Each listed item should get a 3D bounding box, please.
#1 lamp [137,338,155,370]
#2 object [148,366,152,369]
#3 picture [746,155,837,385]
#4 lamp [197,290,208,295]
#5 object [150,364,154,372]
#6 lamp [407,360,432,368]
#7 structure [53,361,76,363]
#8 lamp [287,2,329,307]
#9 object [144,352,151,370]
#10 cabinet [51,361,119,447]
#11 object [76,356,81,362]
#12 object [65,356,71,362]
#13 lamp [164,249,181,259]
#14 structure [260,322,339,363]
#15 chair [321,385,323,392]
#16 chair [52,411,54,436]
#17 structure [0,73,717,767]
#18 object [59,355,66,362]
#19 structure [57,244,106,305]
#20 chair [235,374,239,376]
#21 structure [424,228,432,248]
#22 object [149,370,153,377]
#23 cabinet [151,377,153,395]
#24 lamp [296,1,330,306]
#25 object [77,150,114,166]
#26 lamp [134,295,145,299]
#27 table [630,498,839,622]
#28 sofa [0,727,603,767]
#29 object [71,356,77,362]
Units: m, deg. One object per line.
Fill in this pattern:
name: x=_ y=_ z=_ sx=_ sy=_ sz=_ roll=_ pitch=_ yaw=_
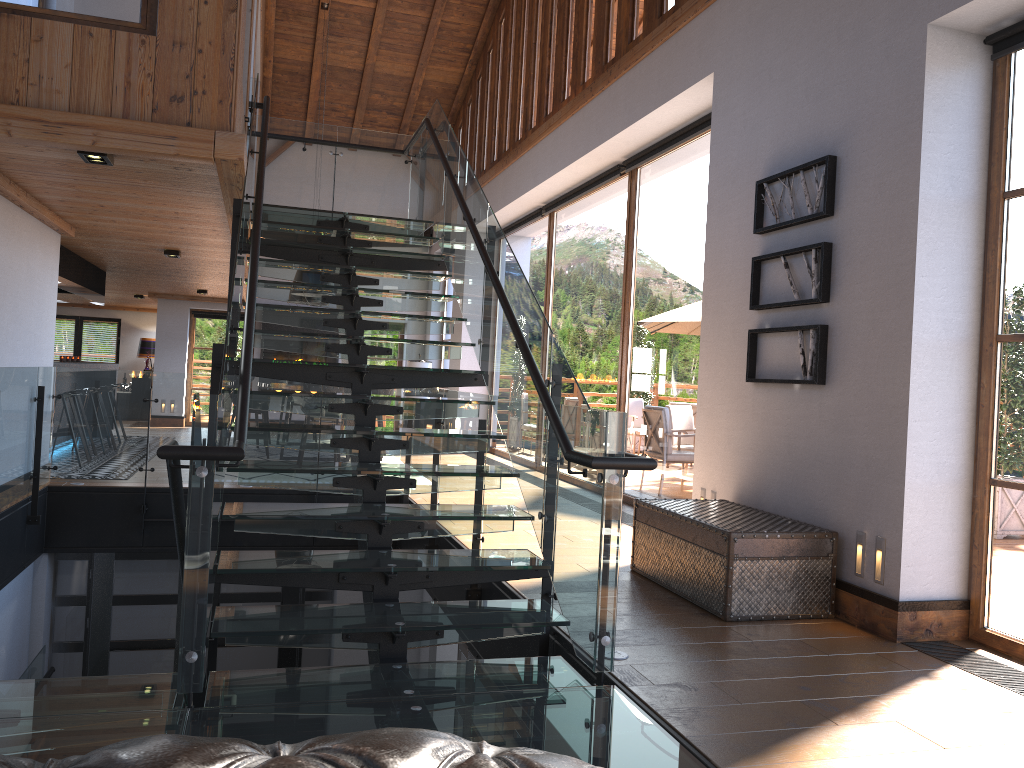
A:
lamp: x=-7.953 y=-0.181 z=20.778 sx=1.647 sy=1.699 sz=0.517 roll=3 pitch=0 yaw=-38
object: x=-6.864 y=-0.239 z=16.650 sx=0.203 sy=0.197 sz=0.354 roll=3 pitch=0 yaw=-5
picture: x=1.691 y=-0.658 z=5.423 sx=0.059 sy=1.312 sz=0.769 roll=3 pitch=0 yaw=-16
lamp: x=-5.127 y=-1.525 z=14.681 sx=0.156 sy=0.068 sz=0.259 roll=3 pitch=0 yaw=-16
object: x=-6.810 y=-0.272 z=16.721 sx=0.211 sy=0.270 sz=0.285 roll=3 pitch=0 yaw=-16
lamp: x=-1.735 y=-0.213 z=16.524 sx=0.471 sy=0.726 sz=0.468 roll=3 pitch=0 yaw=-7
structure: x=-5.846 y=-0.278 z=11.332 sx=0.507 sy=0.017 sz=0.606 roll=3 pitch=0 yaw=-16
lamp: x=-2.960 y=-3.416 z=13.390 sx=0.615 sy=4.685 sz=0.627 roll=3 pitch=-1 yaw=28
object: x=-6.741 y=-0.384 z=16.417 sx=0.153 sy=0.504 sz=0.322 roll=3 pitch=0 yaw=-17
cabinet: x=-5.722 y=0.275 z=10.930 sx=0.894 sy=1.104 sz=4.770 roll=3 pitch=0 yaw=-16
object: x=-6.381 y=-0.366 z=13.043 sx=0.078 sy=0.081 sz=0.080 roll=3 pitch=0 yaw=29
object: x=-6.181 y=-0.351 z=12.343 sx=0.078 sy=0.081 sz=0.080 roll=3 pitch=0 yaw=28
lamp: x=-3.685 y=-1.418 z=9.628 sx=0.156 sy=0.068 sz=0.259 roll=3 pitch=0 yaw=-16
structure: x=-3.935 y=-0.574 z=16.518 sx=1.454 sy=1.650 sz=0.430 roll=3 pitch=0 yaw=-17
chair: x=-2.223 y=0.468 z=10.379 sx=0.507 sy=1.092 sz=0.564 roll=3 pitch=0 yaw=-17
chair: x=-4.861 y=0.459 z=9.658 sx=0.472 sy=0.839 sz=0.535 roll=3 pitch=0 yaw=-16
structure: x=0.442 y=0.790 z=7.729 sx=9.270 sy=6.399 sz=10.954 roll=3 pitch=0 yaw=-16
object: x=-6.081 y=-0.344 z=11.993 sx=0.078 sy=0.081 sz=0.080 roll=3 pitch=0 yaw=28
structure: x=-5.596 y=-1.324 z=10.764 sx=0.715 sy=0.476 sz=3.229 roll=3 pitch=0 yaw=-16
chair: x=-3.367 y=0.402 z=11.321 sx=0.572 sy=1.092 sz=0.500 roll=3 pitch=0 yaw=-18
structure: x=-1.674 y=-2.854 z=17.317 sx=0.215 sy=0.349 sz=0.212 roll=3 pitch=0 yaw=-17
object: x=-6.652 y=-0.193 z=16.275 sx=0.107 sy=0.135 sz=0.097 roll=3 pitch=0 yaw=15
cabinet: x=-6.799 y=0.100 z=16.443 sx=0.360 sy=0.468 sz=0.949 roll=3 pitch=0 yaw=-16
lamp: x=-2.526 y=-3.384 z=11.869 sx=0.615 sy=4.685 sz=0.627 roll=3 pitch=-1 yaw=28
object: x=-2.391 y=-1.322 z=5.098 sx=0.156 sy=0.068 sz=0.259 roll=3 pitch=0 yaw=-16
lamp: x=-6.954 y=-1.633 z=16.542 sx=0.156 sy=0.068 sz=0.259 roll=3 pitch=0 yaw=-16
table: x=1.268 y=1.003 z=5.279 sx=0.688 sy=0.470 sz=1.246 roll=3 pitch=0 yaw=-16
sofa: x=-0.852 y=0.734 z=0.223 sx=2.583 sy=0.838 sz=1.231 roll=3 pitch=0 yaw=-17
object: x=-6.281 y=-0.358 z=12.693 sx=0.078 sy=0.081 sz=0.080 roll=3 pitch=0 yaw=29
